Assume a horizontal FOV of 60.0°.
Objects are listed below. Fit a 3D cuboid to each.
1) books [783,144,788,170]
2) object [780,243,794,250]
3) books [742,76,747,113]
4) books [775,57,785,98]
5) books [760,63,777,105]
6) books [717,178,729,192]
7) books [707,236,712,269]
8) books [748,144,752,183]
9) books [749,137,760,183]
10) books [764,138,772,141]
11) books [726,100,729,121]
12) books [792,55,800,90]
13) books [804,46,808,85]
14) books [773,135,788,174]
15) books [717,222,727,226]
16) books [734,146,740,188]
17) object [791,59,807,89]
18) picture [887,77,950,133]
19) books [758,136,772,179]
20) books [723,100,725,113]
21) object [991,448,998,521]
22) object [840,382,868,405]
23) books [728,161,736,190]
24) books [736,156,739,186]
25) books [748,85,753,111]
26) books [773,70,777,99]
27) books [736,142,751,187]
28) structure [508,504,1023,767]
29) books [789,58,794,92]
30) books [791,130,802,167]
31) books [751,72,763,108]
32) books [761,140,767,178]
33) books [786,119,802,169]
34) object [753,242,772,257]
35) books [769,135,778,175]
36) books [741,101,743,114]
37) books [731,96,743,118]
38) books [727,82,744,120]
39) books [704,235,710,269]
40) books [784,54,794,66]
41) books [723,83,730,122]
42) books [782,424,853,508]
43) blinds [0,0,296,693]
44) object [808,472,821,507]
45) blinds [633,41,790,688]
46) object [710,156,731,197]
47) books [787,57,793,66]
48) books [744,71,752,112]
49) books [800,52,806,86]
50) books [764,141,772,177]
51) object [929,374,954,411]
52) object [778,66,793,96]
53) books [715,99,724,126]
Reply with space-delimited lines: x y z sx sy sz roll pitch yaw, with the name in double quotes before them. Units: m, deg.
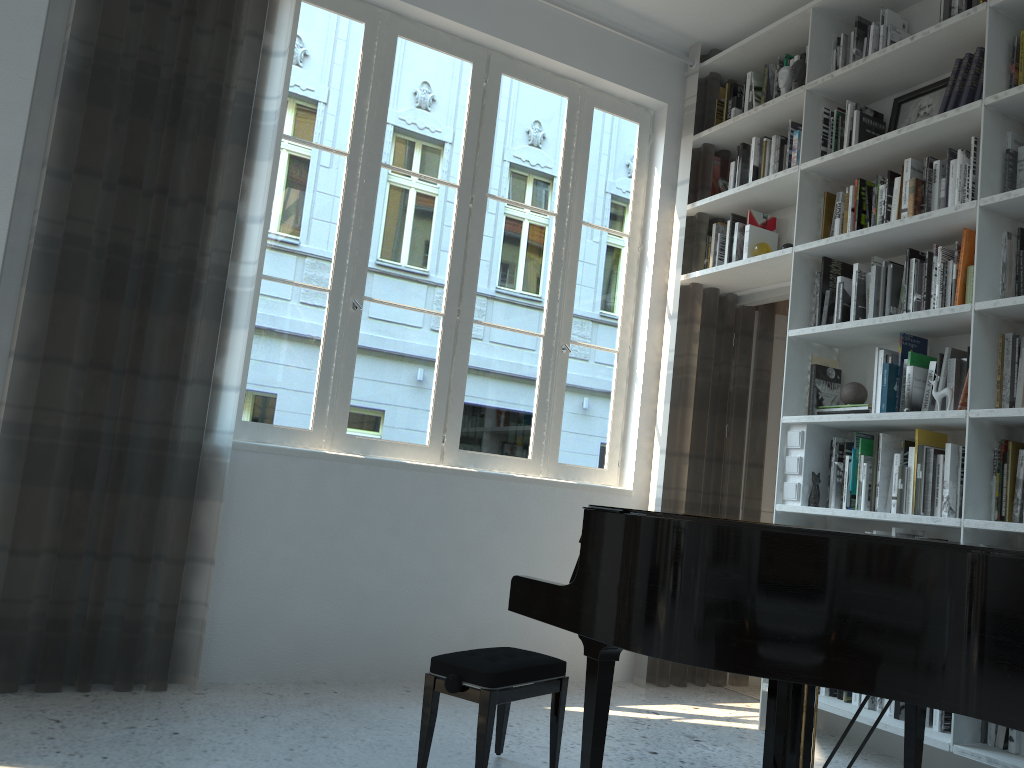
"books" 1.334 -1.008 4.165 0.138 0.212 0.028 10 -7 -28
"object" 1.279 -0.616 4.106 0.071 0.072 0.071 1 -9 39
"books" 1.223 -1.389 4.463 0.160 0.281 0.010 10 -7 -28
"books" 1.328 -1.412 4.282 0.145 0.304 0.014 10 -7 -28
"books" 1.296 -1.399 4.328 0.182 0.282 0.039 10 -7 -28
"books" 1.132 -0.964 4.535 0.129 0.175 0.121 10 -8 -28
"books" 1.062 -0.626 4.519 0.163 0.222 0.013 10 -7 -28
"books" 1.226 -1.031 4.373 0.133 0.288 0.028 10 -7 -28
"books" 1.230 -1.038 4.309 0.179 0.285 0.021 10 -7 -28
"books" 1.266 -1.031 4.266 0.162 0.268 0.013 10 -7 -28
"books" 1.166 -1.341 4.544 0.167 0.194 0.024 10 -8 -28
"books" 1.390 -1.394 4.167 0.179 0.253 0.021 10 -7 -28
"books" 1.422 -1.414 4.134 0.154 0.291 0.013 10 -7 -28
"books" 1.306 -1.028 4.184 0.166 0.250 0.030 10 -7 -28
"books" 1.092 -0.663 4.523 0.135 0.302 0.013 10 -7 -28
"books" 1.180 -1.031 4.450 0.162 0.296 0.011 10 -7 -28
"object" 1.302 -1.380 4.032 0.067 0.197 0.067 5 -7 14
"picture" 1.682 -1.088 3.649 0.077 0.299 0.300 10 -8 -28
"books" 1.262 -1.040 4.294 0.155 0.291 0.037 10 -7 -28
"books" 1.155 -1.351 4.582 0.151 0.223 0.023 10 -7 -28
"object" 1.706 0.356 3.050 0.161 0.253 0.012 10 -7 -28
"object" 1.407 0.045 3.649 0.105 0.106 0.105 1 -9 39
"books" 1.162 -0.991 4.464 0.166 0.217 0.034 10 -8 -28
"books" 1.184 -1.002 4.403 0.172 0.228 0.023 10 -7 -28
"books" 1.244 -1.358 4.391 0.175 0.206 0.030 10 -8 -28
"books" 1.327 -1.385 4.305 0.130 0.257 0.030 10 -7 -28
"books" 1.194 -1.031 4.384 0.186 0.282 0.023 10 -7 -28
"structure" 1.014 0.752 1.813 1.335 0.831 1.919 10 -8 -28
"books" 1.370 -1.390 4.182 0.168 0.243 0.025 10 -7 -28
"books" 1.364 -1.026 4.068 0.191 0.229 0.029 10 -8 -28
"books" 1.258 -1.388 4.362 0.191 0.262 0.057 10 -8 -28
"books" 1.270 -1.022 4.254 0.192 0.248 0.012 10 -7 -28
"books" 1.349 -1.058 4.120 0.189 0.303 0.012 10 -7 -28
"object" 1.182 -0.624 4.185 0.087 0.087 0.087 4 -7 20
"books" 1.294 -1.031 4.210 0.167 0.260 0.025 10 -7 -28
"books" 1.223 -1.343 4.484 0.145 0.195 0.031 10 -8 -28
"books" 1.186 -1.340 4.497 0.182 0.186 0.028 10 -8 -28
"books" 1.177 -1.380 4.525 0.177 0.269 0.025 10 -7 -28
"books" 1.055 -0.628 4.531 0.179 0.227 0.013 10 -7 -28
"books" 1.348 -1.417 4.268 0.129 0.314 0.029 10 -7 -28
"books" 1.159 -1.385 4.565 0.175 0.285 0.014 10 -7 -28
"books" 1.284 0.354 3.725 0.307 0.339 0.106 10 -8 -28
"blinds" -1.331 -0.535 3.269 0.777 3.226 0.140 10 -7 -28
"object" 1.230 0.431 3.601 0.045 0.146 0.045 5 -7 10
"blinds" 1.096 -0.103 4.587 0.777 3.226 0.140 10 -7 -28
"object" 1.090 -1.022 4.591 0.176 0.295 0.035 10 -7 -28
"books" 1.364 -1.401 4.225 0.158 0.275 0.013 10 -7 -28
"books" 1.243 -1.392 4.425 0.189 0.283 0.028 10 -7 -28
"books" 1.399 -1.399 4.144 0.147 0.259 0.027 10 -7 -28
"books" 1.278 -1.021 4.240 0.174 0.243 0.022 10 -7 -28
"object" 1.521 0.036 3.146 0.081 0.140 0.044 -1 -9 45
"object" 1.263 -1.375 4.103 0.067 0.197 0.067 5 -7 14
"books" 1.124 -1.349 4.613 0.188 0.218 0.014 10 -8 -28
